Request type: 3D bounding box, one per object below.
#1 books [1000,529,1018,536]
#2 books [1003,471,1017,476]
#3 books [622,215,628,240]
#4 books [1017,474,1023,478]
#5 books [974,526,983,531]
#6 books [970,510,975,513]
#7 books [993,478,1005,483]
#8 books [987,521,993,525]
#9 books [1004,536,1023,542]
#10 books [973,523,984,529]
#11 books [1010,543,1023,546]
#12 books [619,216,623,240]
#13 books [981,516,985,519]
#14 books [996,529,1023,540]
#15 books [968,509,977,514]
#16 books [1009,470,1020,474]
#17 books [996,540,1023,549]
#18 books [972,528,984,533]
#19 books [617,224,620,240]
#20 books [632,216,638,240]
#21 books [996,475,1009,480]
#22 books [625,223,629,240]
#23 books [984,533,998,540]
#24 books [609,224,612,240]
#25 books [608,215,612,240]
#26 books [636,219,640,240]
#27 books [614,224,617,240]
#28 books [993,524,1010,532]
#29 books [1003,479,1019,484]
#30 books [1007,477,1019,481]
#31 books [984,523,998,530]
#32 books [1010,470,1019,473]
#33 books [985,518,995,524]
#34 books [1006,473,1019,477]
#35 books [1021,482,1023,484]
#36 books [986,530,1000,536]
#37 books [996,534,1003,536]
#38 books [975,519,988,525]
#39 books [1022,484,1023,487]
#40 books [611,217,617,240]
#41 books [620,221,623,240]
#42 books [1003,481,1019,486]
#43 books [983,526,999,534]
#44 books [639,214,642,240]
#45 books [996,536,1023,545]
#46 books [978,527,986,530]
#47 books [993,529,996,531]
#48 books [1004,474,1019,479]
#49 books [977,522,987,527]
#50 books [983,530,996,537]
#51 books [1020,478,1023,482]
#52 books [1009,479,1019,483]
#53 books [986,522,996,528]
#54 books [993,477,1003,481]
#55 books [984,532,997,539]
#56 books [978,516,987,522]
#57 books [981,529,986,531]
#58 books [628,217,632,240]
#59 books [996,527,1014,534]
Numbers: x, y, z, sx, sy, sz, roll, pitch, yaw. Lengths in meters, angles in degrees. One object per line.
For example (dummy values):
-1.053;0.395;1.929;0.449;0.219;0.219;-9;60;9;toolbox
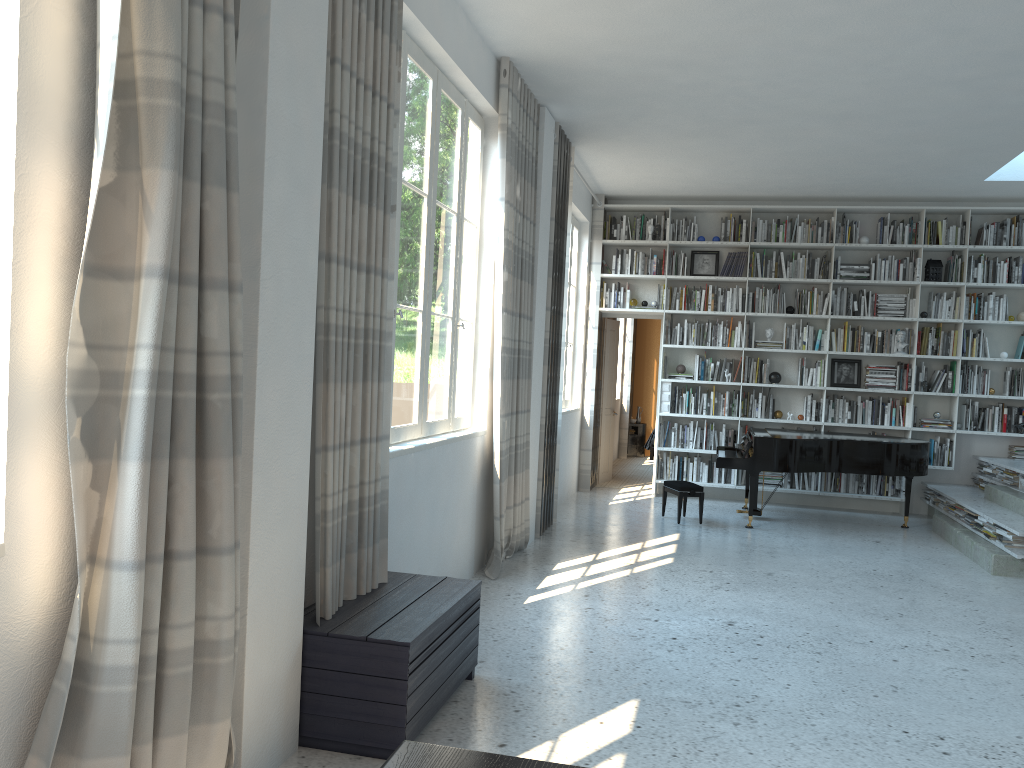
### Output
3.744;1.102;6.596;0.164;0.015;0.243;3;1;17;books
4.604;0.818;8.055;0.187;0.009;0.261;3;1;12;books
1.240;-1.693;9.741;0.028;0.283;0.189;3;2;13;books
4.497;0.804;7.631;0.192;0.014;0.256;3;1;9;books
3.880;1.183;7.188;0.171;0.005;0.297;3;1;12;books
3.960;1.073;7.480;0.160;0.008;0.239;3;1;14;books
4.665;0.912;8.338;0.183;0.012;0.296;3;1;12;books
3.807;1.084;6.893;0.178;0.010;0.196;3;1;18;books
3.761;1.146;6.593;0.137;0.019;0.224;3;1;14;books
3.871;1.156;7.189;0.189;0.013;0.215;3;1;11;books
3.764;1.181;6.593;0.132;0.014;0.205;3;1;13;books
1.199;-1.694;9.752;0.010;0.281;0.160;3;2;13;books
3.890;1.083;7.183;0.139;0.013;0.288;3;1;18;books
3.743;1.123;6.597;0.156;0.027;0.287;3;1;8;books
3.963;1.081;7.480;0.157;0.007;0.268;3;1;13;books
4.630;0.808;8.049;0.128;0.013;0.296;3;1;11;books
3.734;1.195;6.600;0.184;0.017;0.230;3;1;15;books
3.864;1.195;7.192;0.193;0.005;0.224;3;1;9;books
1.180;-1.653;9.774;0.031;0.196;0.145;3;2;13;books
1.348;-1.687;9.716;0.039;0.283;0.181;3;2;13;books
4.671;0.883;8.336;0.164;0.023;0.242;3;1;17;books
1.264;-1.653;9.726;0.030;0.206;0.175;3;2;13;books
3.795;1.192;6.898;0.191;0.016;0.209;3;1;18;books
1.097;-1.656;9.772;0.024;0.195;0.167;3;2;13;books
1.080;-1.703;9.772;0.014;0.286;0.175;3;2;13;books
1.385;-1.673;9.726;0.030;0.257;0.130;3;2;13;books
1.146;-1.649;9.756;0.028;0.186;0.182;3;2;13;books
3.731;1.076;6.598;0.192;0.014;0.256;3;1;9;books
4.602;0.893;8.057;0.177;0.014;0.247;3;1;11;books
4.614;0.861;8.053;0.159;0.018;0.203;3;1;11;books
3.807;1.119;6.894;0.168;0.013;0.281;3;1;8;books
4.620;0.787;8.050;0.139;0.028;0.261;3;1;18;books
3.807;1.071;6.893;0.182;0.016;0.256;3;1;16;books
4.609;0.829;8.054;0.161;0.012;0.254;3;1;17;books
4.501;0.865;7.631;0.177;0.015;0.187;3;1;18;books
3.815;1.168;6.893;0.170;0.006;0.268;3;1;13;books
3.823;1.158;6.891;0.154;0.014;0.196;3;1;13;books
3.876;1.125;7.187;0.180;0.017;0.182;3;1;10;books
4.511;0.885;7.629;0.167;0.024;0.192;3;1;14;books
1.122;-1.692;9.760;0.025;0.269;0.177;3;2;13;books
1.216;-1.666;9.757;0.024;0.227;0.157;3;2;13;books
4.595;0.905;8.059;0.182;0.011;0.253;3;1;17;books
3.804;1.143;6.895;0.191;0.015;0.246;3;1;14;books
1.405;-1.695;9.707;0.014;0.304;0.145;3;2;13;books
3.730;1.163;6.601;0.187;0.017;0.205;3;1;18;books
3.876;1.167;7.188;0.180;0.008;0.267;3;1;12;books
3.817;1.134;6.892;0.150;0.004;0.290;3;1;17;books
4.606;0.843;8.055;0.179;0.017;0.293;3;1;14;books
3.878;1.137;7.187;0.171;0.007;0.260;3;1;16;books
3.800;1.173;6.897;0.191;0.006;0.275;3;1;15;books
4.508;0.843;7.629;0.174;0.029;0.250;3;1;11;books
4.625;0.879;8.051;0.138;0.017;0.237;3;1;12;books
3.816;1.101;6.892;0.175;0.006;0.251;3;1;13;books
4.661;0.900;8.338;0.190;0.012;0.235;3;1;11;books
3.806;1.181;6.896;0.178;0.009;0.276;3;1;11;books
3.891;1.104;7.183;0.141;0.028;0.222;3;1;8;books
3.882;1.176;7.187;0.159;0.009;0.275;3;1;16;books
1.297;-1.679;9.712;0.057;0.263;0.190;3;2;13;books
3.738;1.089;6.597;0.176;0.010;0.266;3;1;9;books
